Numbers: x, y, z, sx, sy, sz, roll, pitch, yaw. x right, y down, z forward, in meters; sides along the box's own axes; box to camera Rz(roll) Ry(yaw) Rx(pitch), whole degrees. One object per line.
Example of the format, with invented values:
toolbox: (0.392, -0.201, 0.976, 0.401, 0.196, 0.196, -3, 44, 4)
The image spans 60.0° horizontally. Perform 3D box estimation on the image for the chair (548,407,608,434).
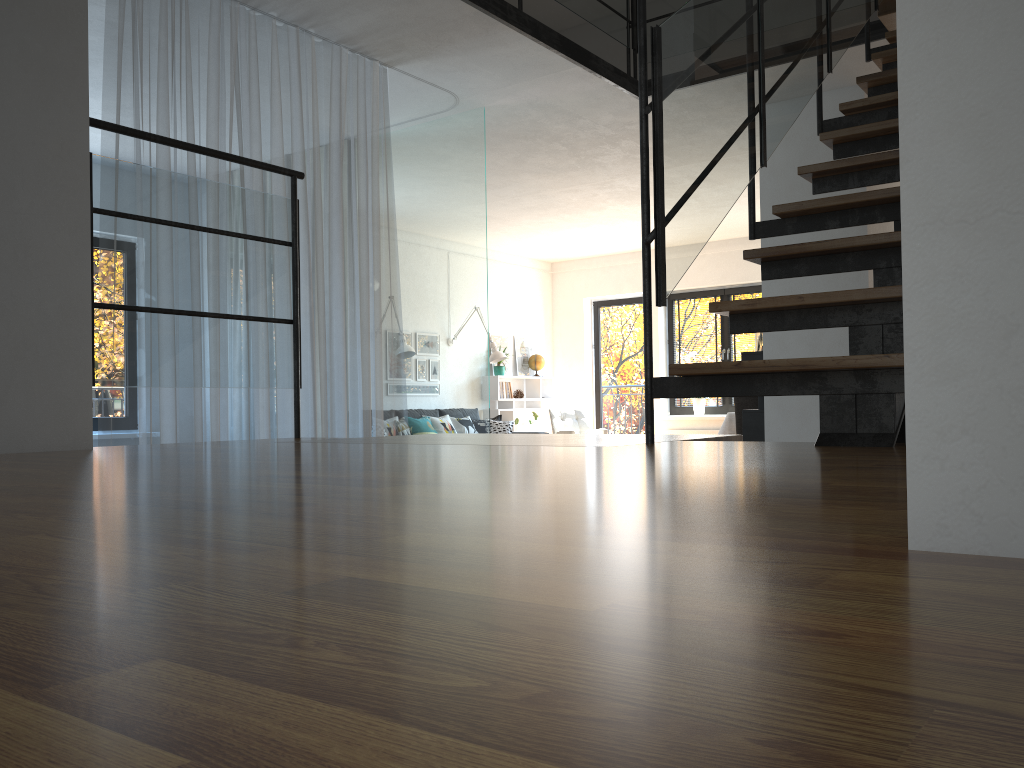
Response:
chair: (0.789, 0.694, 10.543, 0.545, 0.832, 0.685, 0, -1, -29)

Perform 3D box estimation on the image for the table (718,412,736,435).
table: (3.045, 0.639, 8.611, 1.857, 0.763, 1.235, -2, -2, 37)

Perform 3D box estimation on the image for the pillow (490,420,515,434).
pillow: (-0.130, 0.538, 9.910, 0.358, 0.312, 0.169, -1, -1, -13)

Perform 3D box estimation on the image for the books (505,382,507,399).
books: (-0.124, 0.079, 10.793, 0.133, 0.209, 0.044, -2, -1, 36)

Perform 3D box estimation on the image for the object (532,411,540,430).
object: (0.310, 0.472, 11.349, 0.098, 0.236, 0.097, -1, -1, 24)

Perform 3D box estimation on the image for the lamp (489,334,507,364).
lamp: (-0.387, -0.563, 10.159, 0.698, 0.669, 0.200, -2, -1, 27)

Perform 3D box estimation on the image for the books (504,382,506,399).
books: (-0.141, 0.079, 10.771, 0.135, 0.208, 0.048, -2, -1, 37)

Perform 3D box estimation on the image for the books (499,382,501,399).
books: (-0.197, 0.080, 10.695, 0.136, 0.210, 0.033, -2, -1, 37)

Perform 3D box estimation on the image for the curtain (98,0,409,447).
curtain: (-1.174, -0.449, 4.347, 0.154, 2.732, 1.808, -2, -1, 38)

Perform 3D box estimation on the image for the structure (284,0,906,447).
structure: (0.950, -0.969, 3.717, 2.685, 4.130, 4.582, -2, -1, 36)

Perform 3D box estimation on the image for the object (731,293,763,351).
object: (1.710, -0.479, 6.252, 0.426, 0.522, 0.298, -2, -1, 33)

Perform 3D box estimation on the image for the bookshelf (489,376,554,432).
bookshelf: (0.101, 0.510, 11.098, 0.237, 1.200, 1.190, -2, -1, 36)

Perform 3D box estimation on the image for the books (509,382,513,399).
books: (-0.056, 0.081, 10.883, 0.132, 0.204, 0.070, -2, -1, 37)

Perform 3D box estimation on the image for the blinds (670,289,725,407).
blinds: (2.297, -0.430, 10.920, 0.710, 1.422, 0.049, -2, -1, 36)

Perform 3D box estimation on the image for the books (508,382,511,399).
books: (-0.078, 0.080, 10.859, 0.128, 0.211, 0.061, -2, -1, 37)

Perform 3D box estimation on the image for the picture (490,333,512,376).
picture: (-0.139, -0.356, 10.994, 0.059, 0.532, 0.390, -1, -1, 36)

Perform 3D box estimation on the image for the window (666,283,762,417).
window: (10.135, 1.902, 19.795, 21.829, 18.367, 12.975, 0, -1, -24)

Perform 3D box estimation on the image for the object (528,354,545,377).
object: (0.316, -0.239, 11.419, 0.217, 0.305, 0.216, 0, -1, -37)

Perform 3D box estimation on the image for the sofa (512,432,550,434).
sofa: (-0.301, 0.660, 8.862, 2.163, 0.847, 2.508, -2, -2, 36)

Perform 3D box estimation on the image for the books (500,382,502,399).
books: (-0.186, 0.078, 10.707, 0.129, 0.209, 0.035, -2, -1, 36)

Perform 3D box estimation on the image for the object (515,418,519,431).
object: (0.042, 0.495, 10.893, 0.088, 0.173, 0.087, 0, -1, -38)

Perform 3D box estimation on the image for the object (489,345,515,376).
object: (-0.153, -0.280, 10.793, 0.387, 0.372, 0.424, -1, -1, 23)

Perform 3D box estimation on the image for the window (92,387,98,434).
window: (-3.521, -0.401, 6.642, 0.119, 1.587, 1.561, -1, -1, 36)

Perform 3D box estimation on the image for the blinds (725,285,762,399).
blinds: (2.879, -0.451, 10.491, 0.710, 1.422, 0.049, -2, -1, 36)

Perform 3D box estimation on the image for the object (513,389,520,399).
object: (0.056, 0.126, 11.063, 0.102, 0.127, 0.095, -1, -1, -8)

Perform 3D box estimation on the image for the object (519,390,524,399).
object: (0.106, 0.128, 11.126, 0.101, 0.125, 0.096, 0, -1, -39)

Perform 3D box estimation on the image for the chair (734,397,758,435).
chair: (2.436, 0.545, 8.402, 0.461, 0.960, 0.545, -2, -1, 41)

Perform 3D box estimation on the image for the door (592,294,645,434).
door: (1.480, -0.012, 11.570, 0.976, 2.274, 0.119, -2, -1, 36)

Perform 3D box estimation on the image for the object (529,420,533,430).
object: (0.236, 0.520, 11.260, 0.072, 0.137, 0.072, -1, -1, 17)

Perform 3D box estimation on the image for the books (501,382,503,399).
books: (-0.173, 0.079, 10.726, 0.136, 0.209, 0.044, -2, -1, 37)

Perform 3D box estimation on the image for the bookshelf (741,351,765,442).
bookshelf: (2.042, 0.383, 6.531, 0.237, 1.200, 1.190, -2, -1, 36)

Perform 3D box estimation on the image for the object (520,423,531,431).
object: (0.167, 0.537, 11.139, 0.134, 0.097, 0.132, -1, -1, 6)

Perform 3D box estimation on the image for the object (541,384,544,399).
object: (0.379, 0.078, 11.528, 0.066, 0.230, 0.075, -1, -1, 16)

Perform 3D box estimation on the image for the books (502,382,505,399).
books: (-0.154, 0.078, 10.745, 0.133, 0.210, 0.044, -2, -1, 37)

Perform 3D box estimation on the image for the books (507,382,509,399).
books: (-0.099, 0.080, 10.830, 0.133, 0.208, 0.044, -2, -1, 37)

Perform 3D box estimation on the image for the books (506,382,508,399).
books: (-0.112, 0.082, 10.812, 0.131, 0.204, 0.035, -2, -1, 36)

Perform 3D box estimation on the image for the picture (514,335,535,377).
picture: (0.164, -0.351, 11.404, 0.059, 0.532, 0.390, -1, -1, 36)

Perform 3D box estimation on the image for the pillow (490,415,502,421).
pillow: (-0.308, 0.527, 9.972, 0.449, 0.358, 0.234, 0, -1, -28)

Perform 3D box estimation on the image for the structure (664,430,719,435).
structure: (2.480, 0.775, 10.519, 1.457, 0.459, 0.078, -2, -1, 35)

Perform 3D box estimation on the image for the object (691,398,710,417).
object: (2.261, 0.174, 10.729, 0.286, 0.444, 0.340, -1, -1, 25)
